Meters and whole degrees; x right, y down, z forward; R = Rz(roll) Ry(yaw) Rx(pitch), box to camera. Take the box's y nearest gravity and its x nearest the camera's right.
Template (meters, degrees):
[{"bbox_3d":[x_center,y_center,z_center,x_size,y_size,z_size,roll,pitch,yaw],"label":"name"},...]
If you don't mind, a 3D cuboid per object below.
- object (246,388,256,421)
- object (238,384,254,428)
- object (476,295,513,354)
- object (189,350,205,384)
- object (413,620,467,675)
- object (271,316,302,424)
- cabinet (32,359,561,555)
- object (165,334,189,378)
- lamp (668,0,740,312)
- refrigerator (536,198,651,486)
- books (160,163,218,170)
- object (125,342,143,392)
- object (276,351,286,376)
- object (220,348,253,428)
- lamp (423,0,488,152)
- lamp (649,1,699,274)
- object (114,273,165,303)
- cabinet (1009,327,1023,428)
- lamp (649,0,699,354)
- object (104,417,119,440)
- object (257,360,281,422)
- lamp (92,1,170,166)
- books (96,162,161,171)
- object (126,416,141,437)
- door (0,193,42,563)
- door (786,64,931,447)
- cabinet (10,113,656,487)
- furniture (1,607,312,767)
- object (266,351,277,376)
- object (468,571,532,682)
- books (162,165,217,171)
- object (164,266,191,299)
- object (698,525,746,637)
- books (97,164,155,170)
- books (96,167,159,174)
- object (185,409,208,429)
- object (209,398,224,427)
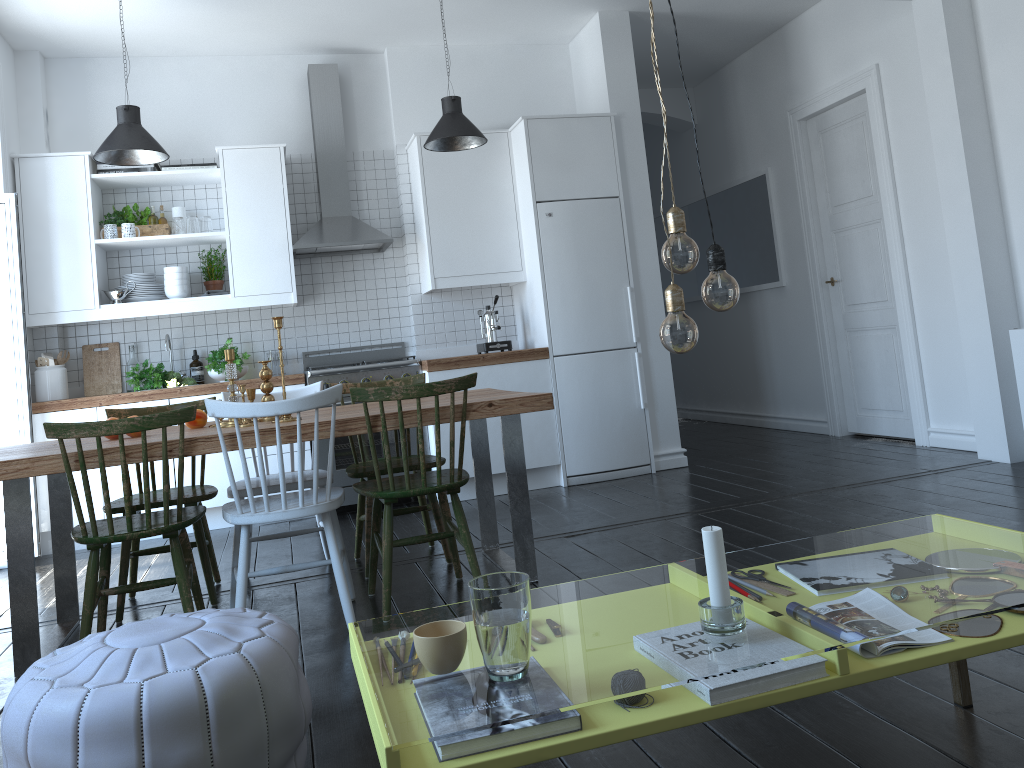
[{"bbox_3d":[-1.086,0.089,3.679,0.049,0.140,0.049,-5,-4,-15],"label":"object"},{"bbox_3d":[-1.026,0.083,3.369,0.079,0.162,0.080,-8,-4,32],"label":"object"},{"bbox_3d":[-0.120,-0.393,5.838,0.206,0.373,0.351,-5,-1,-15],"label":"object"},{"bbox_3d":[-2.064,-0.109,5.758,0.084,0.232,0.085,-9,-5,40],"label":"object"},{"bbox_3d":[-0.114,0.430,1.425,0.086,0.067,0.087,-6,0,13],"label":"object"},{"bbox_3d":[-0.894,-0.057,3.426,0.113,0.414,0.113,-9,-5,37],"label":"object"},{"bbox_3d":[-1.323,0.407,5.586,3.187,0.821,0.725,-6,-1,-7],"label":"cabinet"},{"bbox_3d":[-2.165,-0.146,5.652,0.189,0.355,0.271,-4,-3,-39],"label":"object"},{"bbox_3d":[0.330,-0.890,1.793,0.085,1.509,0.074,-9,-5,36],"label":"lamp"},{"bbox_3d":[0.455,-0.297,5.941,0.578,1.816,0.674,-5,-4,-15],"label":"refrigerator"},{"bbox_3d":[-2.105,-1.403,5.774,0.342,0.016,0.273,-7,2,-14],"label":"books"},{"bbox_3d":[-2.438,-0.109,5.663,0.098,0.320,0.097,-5,-4,-15],"label":"object"},{"bbox_3d":[-1.543,-0.144,5.884,0.059,0.174,0.059,-6,-4,-2],"label":"object"},{"bbox_3d":[-1.120,0.014,3.528,0.139,0.313,0.140,-8,-4,27],"label":"object"},{"bbox_3d":[-0.386,-1.898,5.286,0.386,0.947,0.382,-6,-3,-7],"label":"lamp"},{"bbox_3d":[0.256,-0.965,1.793,0.074,1.509,0.074,-9,-5,32],"label":"lamp"},{"bbox_3d":[-2.378,-0.602,5.622,0.301,0.196,0.304,-6,0,-14],"label":"object"},{"bbox_3d":[2.803,0.085,3.659,0.591,0.739,1.193,-6,0,-15],"label":"cabinet"},{"bbox_3d":[0.245,-0.806,1.748,0.074,1.509,0.088,-7,-4,9],"label":"lamp"},{"bbox_3d":[-1.574,0.176,3.475,0.088,0.091,0.083,-6,-1,-25],"label":"object"},{"bbox_3d":[-1.010,0.028,3.635,0.100,0.249,0.100,-7,-3,8],"label":"object"},{"bbox_3d":[-3.153,-0.799,4.492,2.708,2.531,0.487,-6,-4,-15],"label":"lamp"},{"bbox_3d":[-2.463,-1.406,5.677,0.352,0.031,0.286,-7,2,-15],"label":"books"},{"bbox_3d":[-1.491,0.169,3.479,0.083,0.089,0.091,-6,-1,11],"label":"object"},{"bbox_3d":[-2.963,-0.034,4.808,0.588,2.042,0.103,-5,-5,-21],"label":"door"},{"bbox_3d":[2.407,-0.855,6.136,0.116,2.494,1.031,-5,-4,-15],"label":"door"},{"bbox_3d":[-1.093,-0.407,5.703,3.798,2.391,0.772,-6,-4,-12],"label":"cabinet"},{"bbox_3d":[-0.746,0.734,1.898,0.612,0.422,0.611,-6,0,-21],"label":"furniture"},{"bbox_3d":[-1.608,-0.137,5.888,0.059,0.174,0.059,-6,-4,-2],"label":"object"},{"bbox_3d":[-0.013,0.380,1.377,0.097,0.147,0.098,-8,-3,35],"label":"object"},{"bbox_3d":[-2.099,-1.377,5.764,0.351,0.038,0.259,-7,2,-16],"label":"books"},{"bbox_3d":[-2.141,-0.639,5.633,0.150,0.218,0.307,-5,0,-17],"label":"object"},{"bbox_3d":[0.344,0.324,1.476,0.074,0.175,0.074,-7,-3,20],"label":"object"},{"bbox_3d":[-2.467,-1.373,5.660,0.329,0.031,0.258,-7,2,-17],"label":"books"},{"bbox_3d":[-2.455,-1.337,5.669,0.352,0.044,0.258,-7,2,-13],"label":"books"},{"bbox_3d":[-1.303,0.145,3.631,0.089,0.084,0.084,-6,-1,-3],"label":"object"},{"bbox_3d":[-1.198,0.117,3.619,0.103,0.115,0.101,-5,-2,-29],"label":"object"}]
